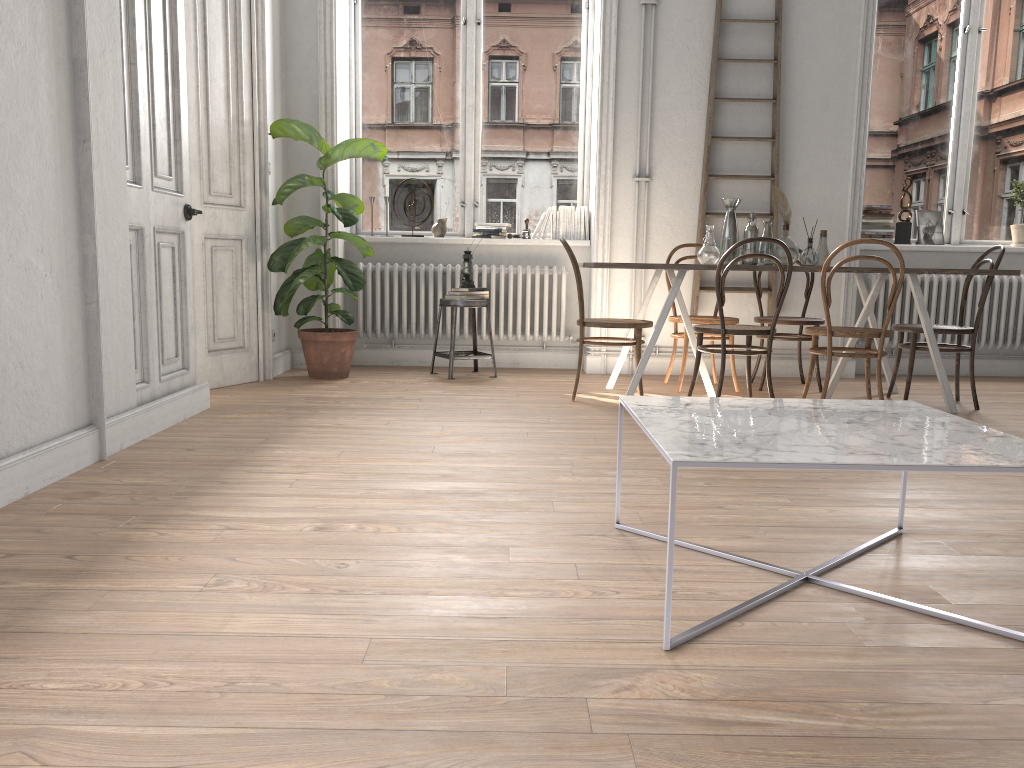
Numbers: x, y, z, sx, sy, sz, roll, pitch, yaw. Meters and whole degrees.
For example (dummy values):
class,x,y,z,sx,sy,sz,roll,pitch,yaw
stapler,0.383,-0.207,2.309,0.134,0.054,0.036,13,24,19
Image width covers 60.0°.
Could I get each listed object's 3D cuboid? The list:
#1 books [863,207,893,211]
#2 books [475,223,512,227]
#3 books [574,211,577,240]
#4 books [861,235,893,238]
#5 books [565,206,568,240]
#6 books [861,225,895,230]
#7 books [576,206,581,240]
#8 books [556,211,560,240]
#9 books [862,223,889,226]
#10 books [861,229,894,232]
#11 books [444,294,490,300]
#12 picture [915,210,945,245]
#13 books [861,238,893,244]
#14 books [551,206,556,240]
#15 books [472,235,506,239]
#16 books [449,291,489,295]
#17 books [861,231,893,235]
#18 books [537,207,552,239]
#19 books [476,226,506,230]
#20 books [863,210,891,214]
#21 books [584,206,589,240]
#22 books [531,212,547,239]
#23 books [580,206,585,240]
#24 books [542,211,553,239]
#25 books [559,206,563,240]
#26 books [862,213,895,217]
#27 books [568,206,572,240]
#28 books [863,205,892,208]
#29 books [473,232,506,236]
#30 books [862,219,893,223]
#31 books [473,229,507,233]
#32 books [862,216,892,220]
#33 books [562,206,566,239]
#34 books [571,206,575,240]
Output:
class,x,y,z,sx,sy,sz,roll,pitch,yaw
books,2.658,-1.279,6.507,0.205,0.020,0.155,1,8,0
books,-0.137,-1.171,6.522,0.243,0.019,0.174,2,8,10
books,0.464,-1.162,6.533,0.020,0.205,0.155,1,8,0
books,2.641,-1.083,6.522,0.249,0.023,0.175,0,8,-5
books,0.399,-1.185,6.545,0.019,0.244,0.174,1,8,0
books,2.651,-1.147,6.530,0.245,0.028,0.193,0,8,-5
books,0.487,-1.183,6.550,0.024,0.243,0.175,1,8,0
books,0.335,-1.165,6.532,0.020,0.205,0.155,1,8,0
books,2.656,-1.171,6.522,0.205,0.022,0.155,3,8,14
books,2.652,-1.126,6.531,0.255,0.014,0.192,1,8,3
books,-0.306,-0.595,6.043,0.194,0.034,0.246,7,10,40
picture,3.072,-1.153,6.572,0.221,0.264,0.148,-1,8,-16
books,2.638,-1.051,6.528,0.248,0.043,0.192,1,8,0
books,0.309,-1.187,6.550,0.024,0.243,0.175,1,8,0
books,-0.169,-1.081,6.532,0.147,0.023,0.221,-6,10,-41
books,-0.293,-0.621,6.042,0.232,0.029,0.162,-3,9,-29
books,2.641,-1.106,6.519,0.249,0.023,0.175,1,8,0
books,0.236,-1.182,6.528,0.100,0.235,0.174,1,8,0
books,-0.157,-1.143,6.506,0.205,0.020,0.155,0,8,-10
books,2.644,-1.258,6.510,0.231,0.023,0.162,3,8,15
books,0.544,-1.180,6.529,0.040,0.244,0.174,1,8,0
books,0.197,-1.164,6.535,0.105,0.194,0.155,1,8,-1
books,0.512,-1.180,6.531,0.024,0.243,0.175,1,8,0
books,0.261,-1.165,6.532,0.072,0.203,0.155,1,8,0
books,0.357,-1.182,6.519,0.024,0.243,0.175,1,8,0
books,2.652,-1.237,6.513,0.244,0.019,0.174,1,8,0
books,0.420,-1.185,6.550,0.024,0.243,0.175,1,8,0
books,2.653,-1.302,6.513,0.201,0.024,0.158,0,8,-10
books,-0.162,-1.103,6.525,0.205,0.022,0.155,4,8,20
books,2.660,-1.195,6.524,0.222,0.024,0.158,1,8,0
books,-0.159,-1.124,6.521,0.221,0.023,0.147,3,8,15
books,2.657,-1.216,6.515,0.205,0.022,0.155,0,8,-5
books,0.379,-1.183,6.528,0.019,0.244,0.174,1,8,0
books,0.442,-1.181,6.528,0.019,0.244,0.174,1,8,0
